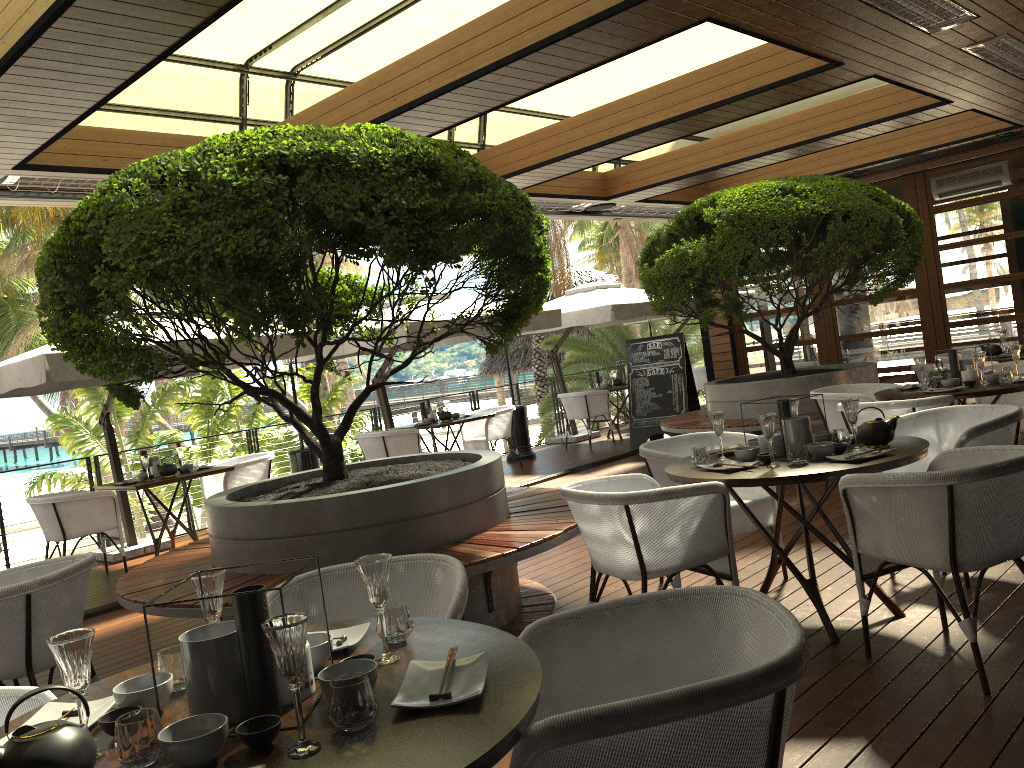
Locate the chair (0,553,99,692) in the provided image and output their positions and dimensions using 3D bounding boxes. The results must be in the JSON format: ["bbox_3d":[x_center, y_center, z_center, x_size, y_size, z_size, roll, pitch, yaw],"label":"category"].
[{"bbox_3d":[-2.024,1.165,3.656,0.617,0.788,0.627,-8,1,0],"label":"chair"}]

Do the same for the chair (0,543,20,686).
[{"bbox_3d":[-2.923,1.266,4.511,0.627,0.788,0.617,-8,1,0],"label":"chair"}]

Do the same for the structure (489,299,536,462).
[{"bbox_3d":[-0.025,-0.070,11.926,0.698,2.192,0.700,-8,1,32],"label":"structure"}]

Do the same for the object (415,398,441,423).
[{"bbox_3d":[-1.004,0.327,10.594,0.263,0.264,0.263,-8,1,-1],"label":"object"}]

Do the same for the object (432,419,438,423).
[{"bbox_3d":[-0.890,0.432,10.256,0.080,0.042,0.080,-8,1,5],"label":"object"}]

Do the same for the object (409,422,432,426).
[{"bbox_3d":[-1.033,0.463,10.177,0.294,0.025,0.170,-6,2,44],"label":"object"}]

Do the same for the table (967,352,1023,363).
[{"bbox_3d":[4.900,0.075,8.238,1.165,0.749,1.167,-8,1,13],"label":"table"}]

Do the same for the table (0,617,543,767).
[{"bbox_3d":[-0.465,1.019,1.757,1.167,0.749,1.164,-9,2,-44],"label":"table"}]

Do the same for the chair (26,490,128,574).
[{"bbox_3d":[-3.664,1.285,7.446,0.627,0.788,0.617,-7,1,45],"label":"chair"}]

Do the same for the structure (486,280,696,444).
[{"bbox_3d":[1.330,-0.355,12.938,2.410,2.332,2.417,-7,2,44],"label":"structure"}]

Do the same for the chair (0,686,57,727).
[{"bbox_3d":[-1.289,1.114,1.837,0.617,0.788,0.627,-8,1,0],"label":"chair"}]

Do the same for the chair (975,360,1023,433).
[{"bbox_3d":[3.944,0.233,6.811,0.617,0.788,0.627,-9,1,-40],"label":"chair"}]

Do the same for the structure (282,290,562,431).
[{"bbox_3d":[-0.981,0.042,10.501,2.410,2.332,2.417,-7,2,44],"label":"structure"}]

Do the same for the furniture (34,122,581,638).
[{"bbox_3d":[-0.989,0.029,4.856,2.613,2.722,2.698,-7,1,35],"label":"furniture"}]

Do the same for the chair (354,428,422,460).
[{"bbox_3d":[-1.366,0.891,9.869,0.627,0.788,0.617,-7,1,45],"label":"chair"}]

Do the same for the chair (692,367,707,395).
[{"bbox_3d":[3.319,0.087,14.809,0.627,0.788,0.617,-7,1,45],"label":"chair"}]

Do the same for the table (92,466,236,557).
[{"bbox_3d":[-3.101,1.207,8.044,0.930,0.749,0.933,-7,2,44],"label":"table"}]

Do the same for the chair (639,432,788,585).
[{"bbox_3d":[1.088,0.691,4.893,0.628,0.788,0.616,-8,1,-25],"label":"chair"}]

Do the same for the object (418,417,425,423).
[{"bbox_3d":[-1.057,0.429,10.384,0.087,0.086,0.086,-9,1,-41],"label":"object"}]

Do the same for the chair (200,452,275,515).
[{"bbox_3d":[-2.583,1.100,8.550,0.627,0.788,0.617,-7,1,45],"label":"chair"}]

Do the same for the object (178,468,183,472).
[{"bbox_3d":[-3.060,0.797,8.215,0.080,0.042,0.080,-8,1,5],"label":"object"}]

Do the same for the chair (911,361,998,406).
[{"bbox_3d":[4.051,0.181,8.068,0.617,0.788,0.627,-8,1,-15],"label":"chair"}]

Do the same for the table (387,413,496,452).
[{"bbox_3d":[-0.783,0.809,10.488,0.930,0.749,0.933,-7,2,44],"label":"table"}]

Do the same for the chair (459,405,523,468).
[{"bbox_3d":[-0.244,0.699,11.016,0.627,0.788,0.617,-7,1,45],"label":"chair"}]

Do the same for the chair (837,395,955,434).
[{"bbox_3d":[2.501,0.468,5.723,0.617,0.788,0.627,-9,1,-40],"label":"chair"}]

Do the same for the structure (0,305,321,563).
[{"bbox_3d":[-3.293,0.438,8.064,2.410,2.332,2.417,-7,2,44],"label":"structure"}]

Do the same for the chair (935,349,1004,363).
[{"bbox_3d":[4.728,0.058,9.028,0.628,0.788,0.616,-8,1,-15],"label":"chair"}]

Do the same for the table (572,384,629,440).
[{"bbox_3d":[1.535,0.412,12.932,0.930,0.749,0.933,-7,2,44],"label":"table"}]

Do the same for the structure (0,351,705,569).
[{"bbox_3d":[-4.650,1.382,8.132,0.163,1.153,26.306,-7,2,44],"label":"structure"}]

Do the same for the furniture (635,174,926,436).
[{"bbox_3d":[2.609,-0.585,8.548,2.568,2.722,2.721,-8,1,9],"label":"furniture"}]

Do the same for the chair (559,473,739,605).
[{"bbox_3d":[0.587,0.792,3.828,0.617,0.788,0.627,-8,1,-25],"label":"chair"}]

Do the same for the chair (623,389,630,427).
[{"bbox_3d":[2.104,0.297,13.491,0.627,0.788,0.617,-7,1,45],"label":"chair"}]

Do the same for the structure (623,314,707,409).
[{"bbox_3d":[3.641,-0.751,15.374,2.410,2.332,2.417,-7,2,44],"label":"structure"}]

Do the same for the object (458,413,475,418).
[{"bbox_3d":[-0.606,0.387,10.726,0.294,0.025,0.170,-6,2,44],"label":"object"}]

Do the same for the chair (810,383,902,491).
[{"bbox_3d":[2.712,0.404,6.883,0.628,0.788,0.616,-9,1,-40],"label":"chair"}]

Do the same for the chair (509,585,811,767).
[{"bbox_3d":[0.319,0.888,1.817,0.617,0.788,0.627,-8,1,0],"label":"chair"}]

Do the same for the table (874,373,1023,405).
[{"bbox_3d":[3.191,0.376,6.165,1.165,0.749,1.167,-8,1,13],"label":"table"}]

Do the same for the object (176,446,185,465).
[{"bbox_3d":[-3.089,0.702,8.292,0.082,0.227,0.082,-7,1,45],"label":"object"}]

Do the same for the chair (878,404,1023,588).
[{"bbox_3d":[2.260,0.537,4.501,0.617,0.788,0.627,-8,1,-25],"label":"chair"}]

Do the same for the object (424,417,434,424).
[{"bbox_3d":[-0.963,0.429,10.323,0.116,0.065,0.116,-7,2,42],"label":"object"}]

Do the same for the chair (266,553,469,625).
[{"bbox_3d":[-0.389,0.966,2.587,0.627,0.788,0.617,-8,1,0],"label":"chair"}]

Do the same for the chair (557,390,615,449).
[{"bbox_3d":[1.022,0.481,12.387,0.627,0.788,0.617,-7,1,45],"label":"chair"}]

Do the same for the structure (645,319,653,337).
[{"bbox_3d":[2.301,-0.469,14.378,0.698,2.192,0.700,-8,1,32],"label":"structure"}]

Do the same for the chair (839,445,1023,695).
[{"bbox_3d":[1.676,0.653,3.337,0.628,0.788,0.616,-8,1,-25],"label":"chair"}]

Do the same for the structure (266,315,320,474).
[{"bbox_3d":[-2.305,0.321,9.522,0.698,2.192,0.700,-8,1,32],"label":"structure"}]

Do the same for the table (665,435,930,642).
[{"bbox_3d":[1.343,0.696,4.101,1.165,0.749,1.167,-7,1,24],"label":"table"}]

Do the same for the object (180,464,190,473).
[{"bbox_3d":[-2.989,0.777,8.147,0.116,0.065,0.116,-7,2,42],"label":"object"}]
